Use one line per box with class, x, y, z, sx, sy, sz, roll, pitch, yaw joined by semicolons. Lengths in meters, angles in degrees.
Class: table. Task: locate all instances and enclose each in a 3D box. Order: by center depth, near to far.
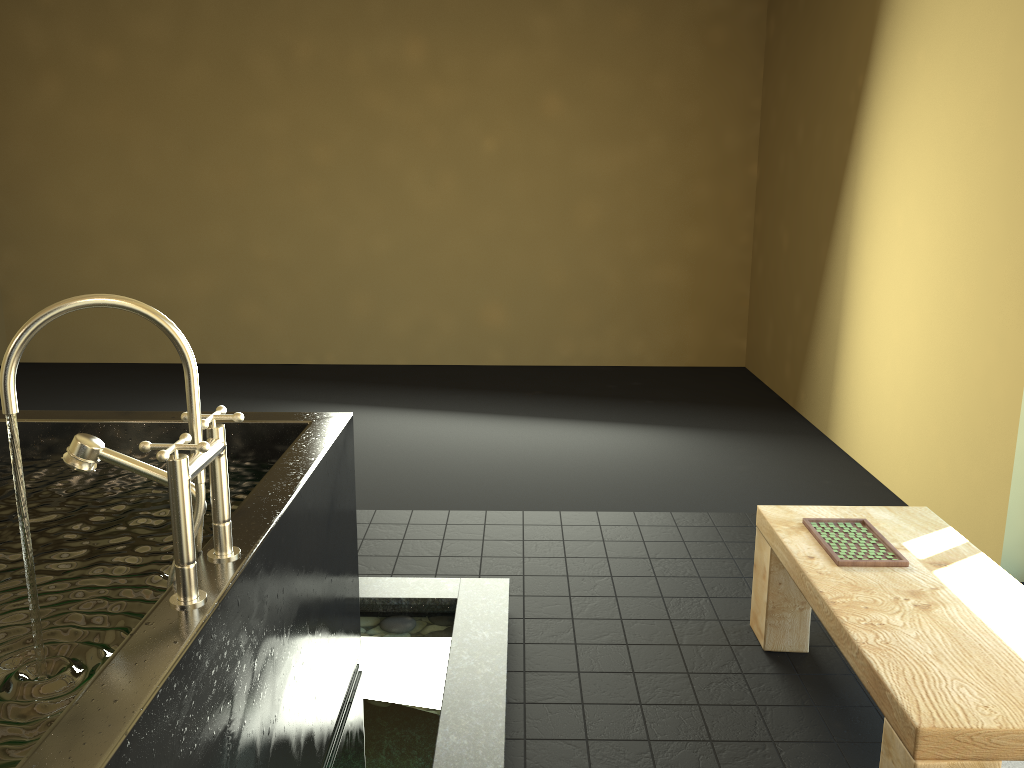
table;0.997;0.694;2.191;0.513;0.399;1.128;0;13;0

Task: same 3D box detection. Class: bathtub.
bathtub;-0.973;0.437;1.384;1.068;1.158;2.139;0;13;0

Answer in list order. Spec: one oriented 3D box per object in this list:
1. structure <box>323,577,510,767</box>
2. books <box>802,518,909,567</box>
structure;-1.013;1.262;1.116;1.972;0.634;3.812;0;13;0
books;0.928;0.428;2.417;0.181;0.014;0.295;0;13;0
